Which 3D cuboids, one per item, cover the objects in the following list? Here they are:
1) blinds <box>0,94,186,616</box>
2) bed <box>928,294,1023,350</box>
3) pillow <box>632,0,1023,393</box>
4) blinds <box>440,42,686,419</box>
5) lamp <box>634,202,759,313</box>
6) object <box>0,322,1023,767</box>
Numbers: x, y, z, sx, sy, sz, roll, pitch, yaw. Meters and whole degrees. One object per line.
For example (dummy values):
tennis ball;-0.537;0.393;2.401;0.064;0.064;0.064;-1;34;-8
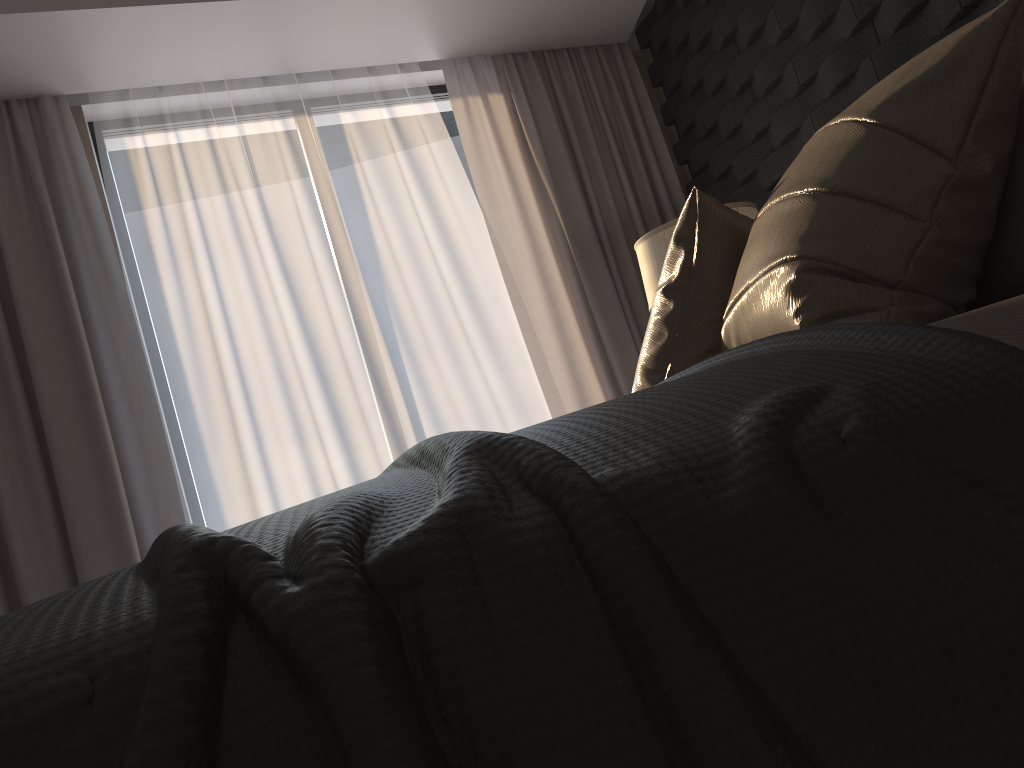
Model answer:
blinds;-1.777;0.124;2.921;1.091;2.636;0.345;-15;-5;-22
bed;0.388;0.324;1.333;2.350;0.623;2.241;-16;-6;-11
pillow;0.599;-0.305;1.518;0.919;0.517;1.234;-16;-6;-9
blinds;0.494;-0.466;3.947;1.041;2.635;0.327;-15;-5;-22
lamp;0.708;-0.228;2.944;0.450;0.629;0.482;-19;-6;21
object;-0.098;0.276;1.233;0.633;0.321;2.007;-16;-6;-10
